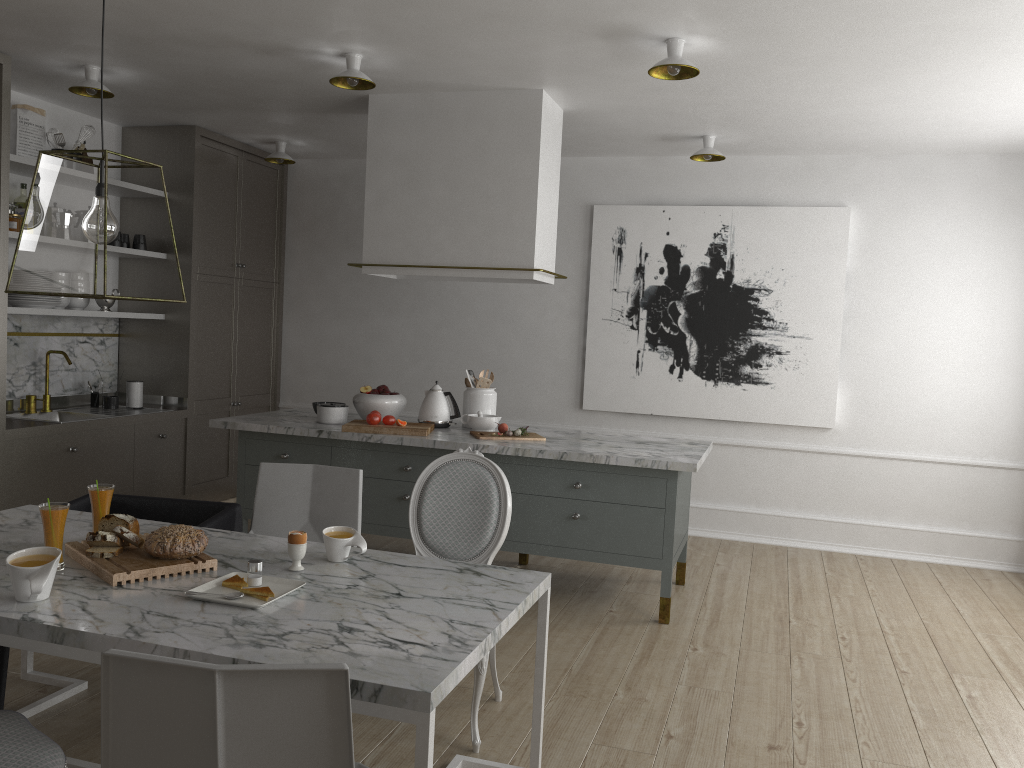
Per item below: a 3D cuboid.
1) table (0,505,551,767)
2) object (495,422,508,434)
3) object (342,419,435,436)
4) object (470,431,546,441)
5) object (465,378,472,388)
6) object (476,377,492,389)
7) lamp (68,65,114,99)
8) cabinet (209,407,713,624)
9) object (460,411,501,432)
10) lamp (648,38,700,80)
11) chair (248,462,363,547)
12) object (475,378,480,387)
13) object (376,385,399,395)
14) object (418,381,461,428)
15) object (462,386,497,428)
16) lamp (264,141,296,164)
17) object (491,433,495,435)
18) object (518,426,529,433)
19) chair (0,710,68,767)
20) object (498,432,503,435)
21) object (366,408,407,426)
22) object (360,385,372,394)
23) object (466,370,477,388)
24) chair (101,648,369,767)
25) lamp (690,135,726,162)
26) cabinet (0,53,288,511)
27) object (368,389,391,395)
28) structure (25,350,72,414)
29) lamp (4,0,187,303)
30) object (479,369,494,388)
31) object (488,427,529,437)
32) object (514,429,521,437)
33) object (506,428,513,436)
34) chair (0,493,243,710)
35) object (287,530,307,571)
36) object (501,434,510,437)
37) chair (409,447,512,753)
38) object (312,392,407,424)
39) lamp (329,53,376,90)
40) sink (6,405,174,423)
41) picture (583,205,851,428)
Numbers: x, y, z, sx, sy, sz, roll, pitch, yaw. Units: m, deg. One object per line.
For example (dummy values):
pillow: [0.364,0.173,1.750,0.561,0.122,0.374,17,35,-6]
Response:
table: [-0.884,0.767,2.279,1.781,0.583,0.870,4,4,17]
object: [-0.048,0.214,4.300,0.050,0.051,0.090,2,4,-20]
object: [-0.590,0.210,4.275,0.400,0.030,0.290,3,4,2]
object: [-0.023,0.249,4.258,0.330,0.012,0.220,2,4,-13]
object: [-0.191,0.095,4.586,0.117,0.251,0.061,3,4,-3]
object: [-0.184,0.092,4.562,0.149,0.262,0.054,5,4,32]
lamp: [-1.984,-1.431,4.188,0.197,0.130,0.197,0,4,-38]
cabinet: [-0.251,0.593,4.454,2.360,0.721,0.870,4,4,17]
object: [-0.151,0.183,4.435,0.172,0.110,0.159,1,4,-28]
lamp: [0.624,-1.251,3.404,0.197,0.130,0.197,2,4,-8]
chair: [-0.731,0.660,2.892,0.470,0.745,0.439,3,4,7]
object: [-0.168,0.093,4.656,0.114,0.247,0.050,4,4,21]
object: [-0.639,0.053,4.592,0.167,0.091,0.071,6,5,42]
object: [-0.382,0.102,4.522,0.178,0.236,0.204,0,4,-37]
object: [-0.169,0.121,4.610,0.174,0.208,0.174,5,4,34]
lamp: [-1.506,-1.503,5.763,0.197,0.130,0.197,4,4,22]
object: [-0.091,0.238,4.205,0.028,0.010,0.015,2,4,-9]
object: [0.051,0.224,4.316,0.057,0.039,0.049,4,4,13]
chair: [-1.090,0.670,1.629,0.505,0.833,0.480,0,5,-41]
object: [-0.054,0.237,4.202,0.030,0.017,0.013,5,4,25]
object: [-0.596,0.159,4.260,0.194,0.079,0.135,3,4,5]
object: [-0.747,0.031,4.531,0.061,0.048,0.054,2,4,-20]
object: [-0.173,0.074,4.614,0.141,0.290,0.064,5,4,30]
chair: [-0.429,0.761,1.489,0.470,0.745,0.439,3,4,2]
lamp: [1.102,-1.324,4.980,0.197,0.130,0.197,3,4,2]
cabinet: [-2.903,-0.333,3.963,0.947,2.377,5.433,4,4,17]
object: [-0.684,0.065,4.555,0.154,0.074,0.135,4,4,12]
structure: [-2.560,-0.011,4.881,0.195,0.347,0.167,4,4,24]
lamp: [-1.054,-0.777,2.291,0.584,1.108,0.584,5,4,32]
object: [-0.159,0.071,4.657,0.056,0.296,0.131,5,4,36]
object: [-0.029,0.230,4.221,0.224,0.058,0.116,0,4,-37]
object: [0.027,0.231,4.209,0.035,0.036,0.037,3,4,5]
object: [-0.013,0.228,4.205,0.033,0.037,0.034,3,4,-6]
chair: [-1.257,0.706,2.941,0.569,0.597,0.609,3,4,7]
object: [-0.563,0.434,2.321,0.050,0.101,0.050,4,4,23]
object: [-0.039,0.242,4.191,0.043,0.008,0.059,1,4,-31]
chair: [-0.244,0.639,2.833,0.480,0.833,0.505,4,4,14]
object: [-0.794,0.118,4.591,0.491,0.156,0.364,2,4,-7]
lamp: [-0.680,-1.341,3.796,0.197,0.130,0.197,0,4,-38]
sink: [-2.393,0.247,4.999,0.475,0.174,0.877,4,4,17]
picture: [1.236,-0.441,5.520,1.545,1.315,0.039,4,4,17]
